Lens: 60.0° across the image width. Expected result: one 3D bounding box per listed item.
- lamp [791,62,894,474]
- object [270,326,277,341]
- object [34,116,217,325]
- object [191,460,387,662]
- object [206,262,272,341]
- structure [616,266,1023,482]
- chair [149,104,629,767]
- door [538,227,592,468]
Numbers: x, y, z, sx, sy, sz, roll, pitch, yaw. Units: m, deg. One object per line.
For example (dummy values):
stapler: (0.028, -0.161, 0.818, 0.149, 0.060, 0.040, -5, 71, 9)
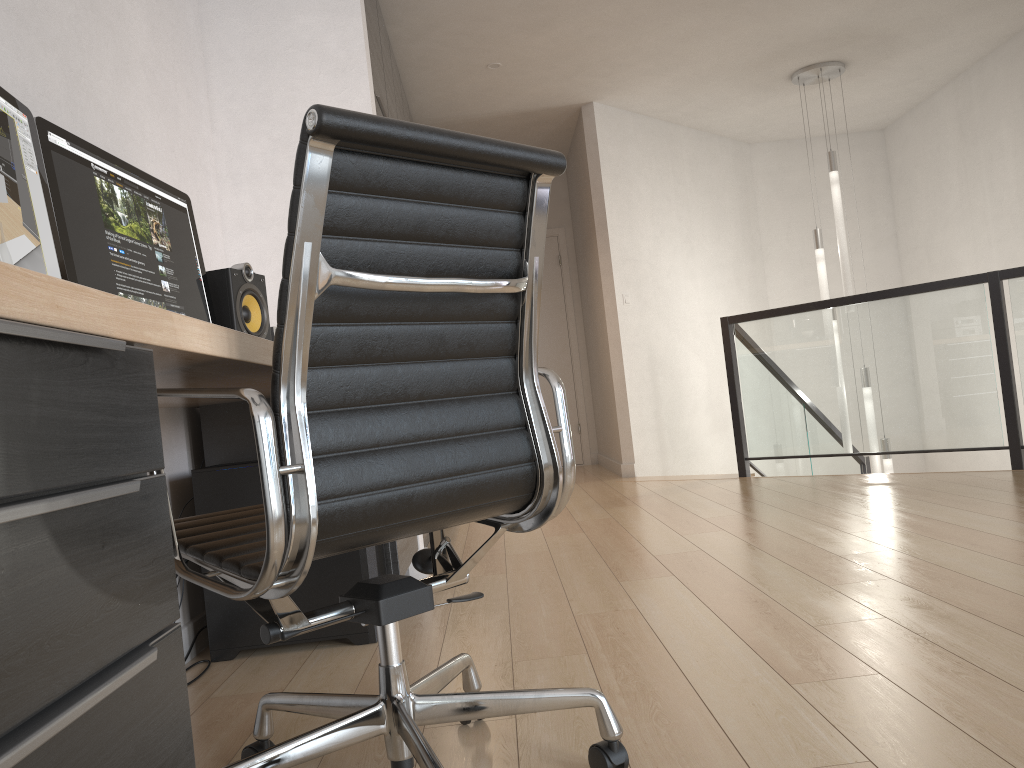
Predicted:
lamp: (2.254, -1.349, 6.236, 0.359, 6.725, 0.359, -7, -2, 35)
object: (-0.799, -0.075, 2.860, 0.270, 0.174, 0.285, -7, -1, 14)
object: (-0.904, -0.262, 2.104, 0.190, 0.535, 0.716, -7, -1, 4)
object: (-0.614, 0.473, 2.528, 0.474, 0.527, 0.215, -6, -1, -1)
object: (-0.864, -0.164, 2.601, 0.249, 0.354, 0.198, -7, -1, 14)
structure: (3.311, 1.545, 5.643, 4.190, 4.339, 2.823, -8, -2, 44)
chair: (-0.252, 0.171, 1.405, 0.664, 0.991, 0.699, -5, -2, -40)
door: (0.105, -0.287, 7.892, 0.974, 2.136, 0.085, -6, -1, -1)
